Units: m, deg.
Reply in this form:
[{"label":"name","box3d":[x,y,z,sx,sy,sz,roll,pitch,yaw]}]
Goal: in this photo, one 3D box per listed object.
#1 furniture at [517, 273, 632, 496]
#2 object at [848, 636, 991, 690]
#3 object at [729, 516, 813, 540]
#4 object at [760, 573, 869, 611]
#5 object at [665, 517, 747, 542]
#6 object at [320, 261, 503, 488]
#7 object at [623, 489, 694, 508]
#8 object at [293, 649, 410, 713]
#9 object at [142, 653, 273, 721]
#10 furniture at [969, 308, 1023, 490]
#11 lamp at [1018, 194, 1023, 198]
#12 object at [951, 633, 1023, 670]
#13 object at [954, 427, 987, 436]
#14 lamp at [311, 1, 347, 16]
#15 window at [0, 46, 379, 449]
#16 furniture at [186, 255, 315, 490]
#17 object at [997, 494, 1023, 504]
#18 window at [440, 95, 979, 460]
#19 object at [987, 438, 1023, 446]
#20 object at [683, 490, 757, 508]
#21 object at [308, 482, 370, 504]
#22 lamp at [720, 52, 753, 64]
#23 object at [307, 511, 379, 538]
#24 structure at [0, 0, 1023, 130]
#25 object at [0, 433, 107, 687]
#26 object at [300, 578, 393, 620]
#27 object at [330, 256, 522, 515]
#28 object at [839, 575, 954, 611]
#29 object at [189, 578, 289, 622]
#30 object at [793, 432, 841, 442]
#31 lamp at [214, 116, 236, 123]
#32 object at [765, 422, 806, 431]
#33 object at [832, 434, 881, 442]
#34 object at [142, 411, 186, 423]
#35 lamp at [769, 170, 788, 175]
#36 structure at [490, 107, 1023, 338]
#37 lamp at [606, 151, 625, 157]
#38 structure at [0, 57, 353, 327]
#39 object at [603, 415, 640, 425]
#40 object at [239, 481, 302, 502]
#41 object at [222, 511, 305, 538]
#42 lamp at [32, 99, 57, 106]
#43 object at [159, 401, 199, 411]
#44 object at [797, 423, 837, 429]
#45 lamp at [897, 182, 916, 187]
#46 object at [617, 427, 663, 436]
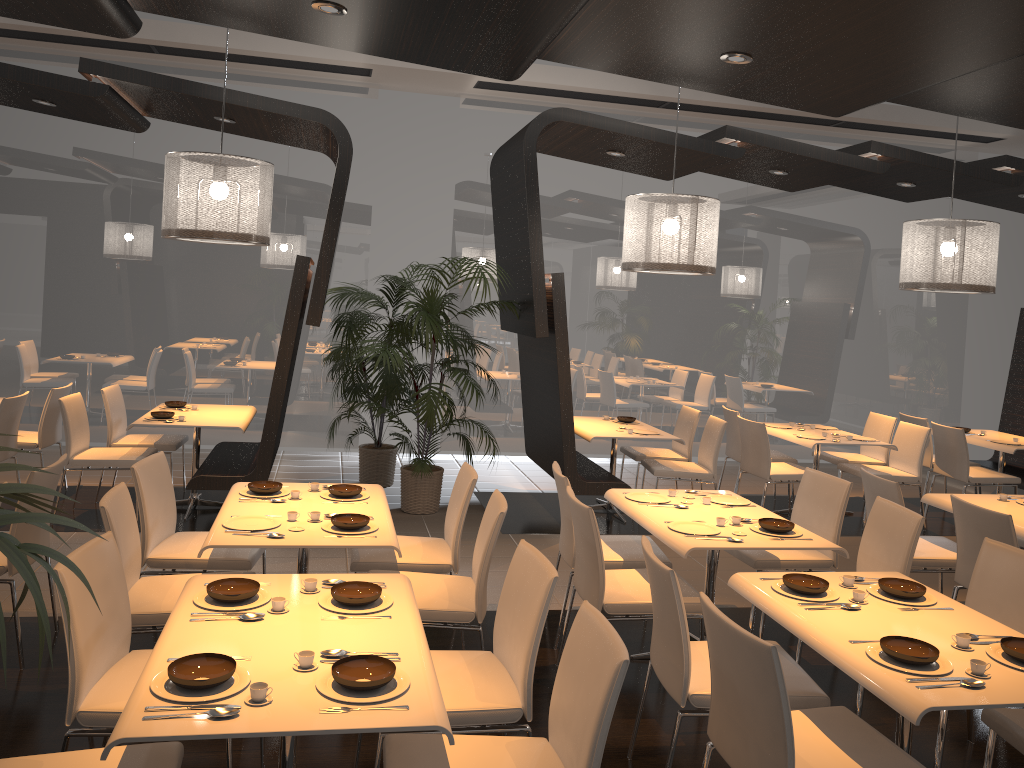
[{"label":"furniture","box3d":[0.473,-0.064,7.379,0.756,1.672,1.407,3,3,-12]},{"label":"object","box3d":[1.242,0.823,2.669,0.303,0.044,0.366,2,6,-13]},{"label":"object","box3d":[1.218,0.674,4.213,0.303,0.044,0.366,2,6,-13]},{"label":"object","box3d":[1.129,0.758,3.279,0.303,0.044,0.366,2,6,-13]},{"label":"object","box3d":[0.910,0.669,4.105,0.334,0.038,0.379,2,6,-18]},{"label":"object","box3d":[-1.099,-0.116,8.052,1.566,2.057,1.504,6,3,40]},{"label":"object","box3d":[0.787,0.604,4.706,0.334,0.038,0.379,2,6,-18]},{"label":"object","box3d":[-0.422,0.757,2.323,0.303,0.044,0.366,2,6,-13]},{"label":"object","box3d":[-0.757,0.745,2.237,0.303,0.044,0.366,2,6,-13]},{"label":"furniture","box3d":[5.023,0.117,8.319,0.756,1.672,1.407,3,3,-12]},{"label":"lamp","box3d":[4.802,-1.762,8.226,0.161,0.056,0.162,2,5,-17]},{"label":"object","box3d":[1.572,0.834,2.760,0.303,0.044,0.366,2,6,-13]},{"label":"object","box3d":[4.371,0.450,8.514,0.303,0.044,0.366,2,6,-13]},{"label":"lamp","box3d":[-0.830,-1.723,4.023,0.160,0.050,0.161,2,5,-17]},{"label":"window","box3d":[-4.588,-1.359,8.621,6.573,3.974,0.070,3,1,-12]},{"label":"furniture","box3d":[-1.980,-0.161,6.872,0.756,1.672,1.407,3,3,-12]},{"label":"object","box3d":[3.066,0.688,5.211,0.303,0.044,0.366,2,6,-13]},{"label":"window","box3d":[2.453,-1.079,10.076,6.573,3.974,0.070,3,1,-12]},{"label":"object","box3d":[4.489,0.518,7.908,0.334,0.038,0.379,2,6,-18]},{"label":"object","box3d":[1.111,0.612,4.826,0.334,0.038,0.379,1,6,-23]},{"label":"object","box3d":[-0.862,0.532,4.401,0.303,0.044,0.366,2,6,-13]},{"label":"lamp","box3d":[1.124,-1.645,4.426,0.160,0.050,0.161,2,5,-17]},{"label":"object","box3d":[-0.731,0.595,3.824,0.303,0.044,0.366,2,6,-13]},{"label":"structure","box3d":[1.294,-0.869,3.696,10.652,1.734,2.914,2,4,-12]},{"label":"object","box3d":[-1.271,0.558,0.898,1.559,2.057,1.511,2,3,-26]},{"label":"object","box3d":[-0.546,0.692,2.923,0.303,0.044,0.366,2,6,-13]},{"label":"object","box3d":[-0.667,0.007,7.035,1.559,2.057,1.511,3,3,-18]},{"label":"object","box3d":[1.427,0.770,3.335,0.303,0.044,0.366,2,6,-13]},{"label":"object","box3d":[-0.869,0.680,2.846,0.303,0.044,0.366,2,6,-13]},{"label":"object","box3d":[2.607,0.445,7.501,0.334,0.038,0.379,2,6,-18]},{"label":"lamp","box3d":[-2.201,-2.040,6.780,0.161,0.056,0.162,2,5,-17]},{"label":"object","box3d":[2.514,0.382,8.103,0.334,0.038,0.379,2,6,-18]},{"label":"object","box3d":[2.949,0.451,7.645,0.334,0.038,0.379,1,6,-23]},{"label":"object","box3d":[-2.525,0.236,6.457,0.303,0.044,0.366,2,6,-13]},{"label":"lamp","box3d":[2.327,-1.860,7.715,0.161,0.056,0.162,2,5,-17]},{"label":"structure","box3d":[2.809,-1.169,7.826,5.928,1.725,1.407,2,3,-12]},{"label":"lamp","box3d":[0.872,-1.945,7.414,0.160,0.054,0.161,3,5,-6]},{"label":"structure","box3d":[-4.194,-1.448,6.379,5.928,1.725,1.407,2,3,-12]},{"label":"object","box3d":[0.975,0.314,7.821,0.303,0.044,0.366,2,6,-13]},{"label":"object","box3d":[-1.180,0.520,4.330,0.303,0.044,0.366,2,6,-13]},{"label":"object","box3d":[-1.051,0.587,3.738,0.334,0.038,0.379,2,6,-18]},{"label":"lamp","box3d":[-3.449,-2.090,6.522,0.161,0.056,0.162,2,5,-17]},{"label":"object","box3d":[-2.652,0.172,7.050,0.303,0.044,0.366,2,6,-18]},{"label":"object","box3d":[2.840,0.387,8.251,0.334,0.038,0.379,1,6,-23]},{"label":"lamp","box3d":[3.554,-1.811,7.969,0.161,0.056,0.162,2,5,-17]},{"label":"object","box3d":[1.031,0.375,7.248,0.334,0.038,0.379,1,6,-23]}]
